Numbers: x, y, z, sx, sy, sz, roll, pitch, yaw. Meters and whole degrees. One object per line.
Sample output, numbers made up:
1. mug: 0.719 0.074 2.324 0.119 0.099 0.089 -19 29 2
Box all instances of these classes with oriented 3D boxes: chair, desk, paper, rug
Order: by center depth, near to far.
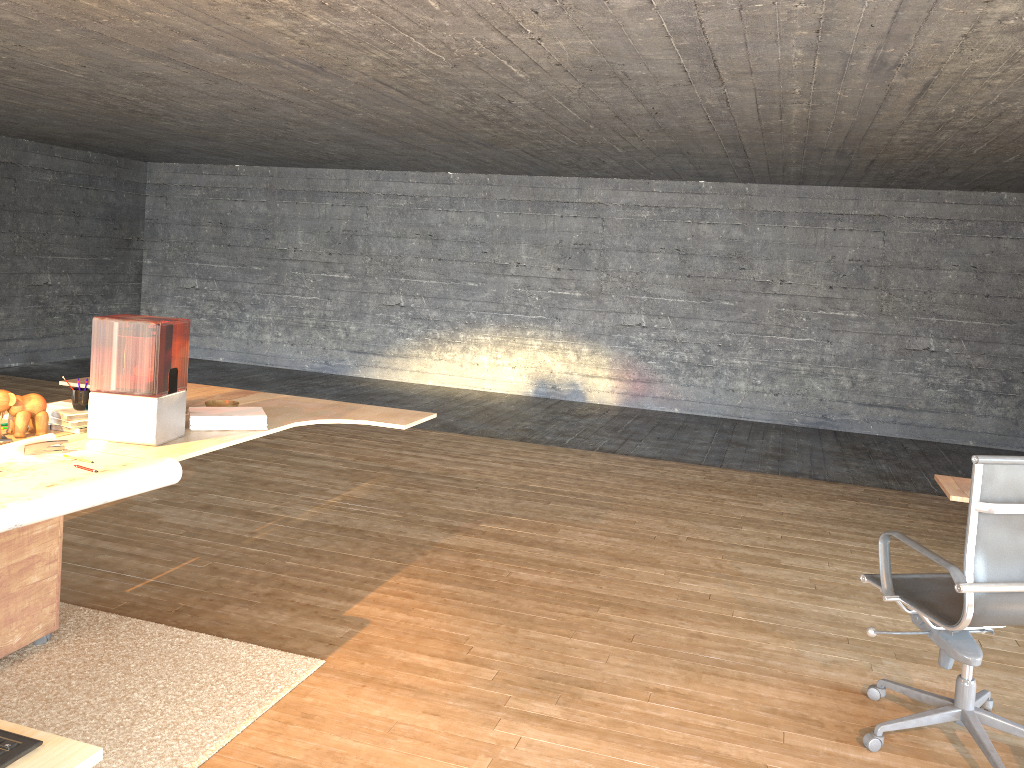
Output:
1. desk: 1.372 0.956 1.952 1.639 0.734 3.528 6 8 18
2. rug: -1.770 1.052 2.402 1.604 0.005 2.214 6 8 17
3. paper: -1.525 0.308 2.682 0.583 0.113 0.856 6 8 17
4. chair: 1.493 0.692 2.903 0.652 1.010 0.690 3 4 -13
5. desk: -1.830 0.607 2.954 3.266 0.734 3.490 6 8 17

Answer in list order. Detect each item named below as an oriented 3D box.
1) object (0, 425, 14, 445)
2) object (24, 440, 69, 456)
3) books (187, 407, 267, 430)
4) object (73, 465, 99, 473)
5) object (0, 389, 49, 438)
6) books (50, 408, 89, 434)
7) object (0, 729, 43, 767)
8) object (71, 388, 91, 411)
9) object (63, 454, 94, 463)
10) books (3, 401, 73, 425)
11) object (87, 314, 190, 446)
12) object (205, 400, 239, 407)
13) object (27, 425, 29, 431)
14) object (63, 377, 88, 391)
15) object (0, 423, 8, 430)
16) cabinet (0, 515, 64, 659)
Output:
1. object: -1.872 0.168 3.136 0.144 0.081 0.182 -2 9 -42
2. object: -1.600 0.219 3.035 0.134 0.042 0.022 -2 6 -36
3. books: -1.189 0.143 3.687 0.309 0.058 0.223 1 8 -22
4. object: -1.381 0.274 2.861 0.126 0.009 0.012 8 7 30
5. object: -1.832 0.104 3.267 0.130 0.176 0.198 8 7 41
6. books: -1.683 0.137 3.481 0.179 0.069 0.230 7 8 25
7. object: -0.961 0.518 1.302 0.491 0.011 0.188 6 8 17
8. object: -1.695 0.061 3.477 0.077 0.082 0.077 3 5 -4
9. object: -1.463 0.253 2.979 0.147 0.007 0.008 8 7 26
10. books: -1.878 0.113 3.652 0.308 0.044 0.319 7 8 22
11. object: -1.411 -0.023 3.347 0.270 0.456 0.223 4 4 7
12. object: -1.286 0.110 3.913 0.146 0.054 0.148 3 7 -6
13. object: -1.907 0.162 3.402 0.127 0.013 0.143 2 8 -10
14. object: -1.709 0.013 3.490 0.152 0.101 0.077 -2 7 -43
15. object: -1.999 0.169 3.334 0.109 0.009 0.250 8 9 28
16. cabinet: -1.902 0.668 3.073 0.427 0.569 0.429 5 5 15
